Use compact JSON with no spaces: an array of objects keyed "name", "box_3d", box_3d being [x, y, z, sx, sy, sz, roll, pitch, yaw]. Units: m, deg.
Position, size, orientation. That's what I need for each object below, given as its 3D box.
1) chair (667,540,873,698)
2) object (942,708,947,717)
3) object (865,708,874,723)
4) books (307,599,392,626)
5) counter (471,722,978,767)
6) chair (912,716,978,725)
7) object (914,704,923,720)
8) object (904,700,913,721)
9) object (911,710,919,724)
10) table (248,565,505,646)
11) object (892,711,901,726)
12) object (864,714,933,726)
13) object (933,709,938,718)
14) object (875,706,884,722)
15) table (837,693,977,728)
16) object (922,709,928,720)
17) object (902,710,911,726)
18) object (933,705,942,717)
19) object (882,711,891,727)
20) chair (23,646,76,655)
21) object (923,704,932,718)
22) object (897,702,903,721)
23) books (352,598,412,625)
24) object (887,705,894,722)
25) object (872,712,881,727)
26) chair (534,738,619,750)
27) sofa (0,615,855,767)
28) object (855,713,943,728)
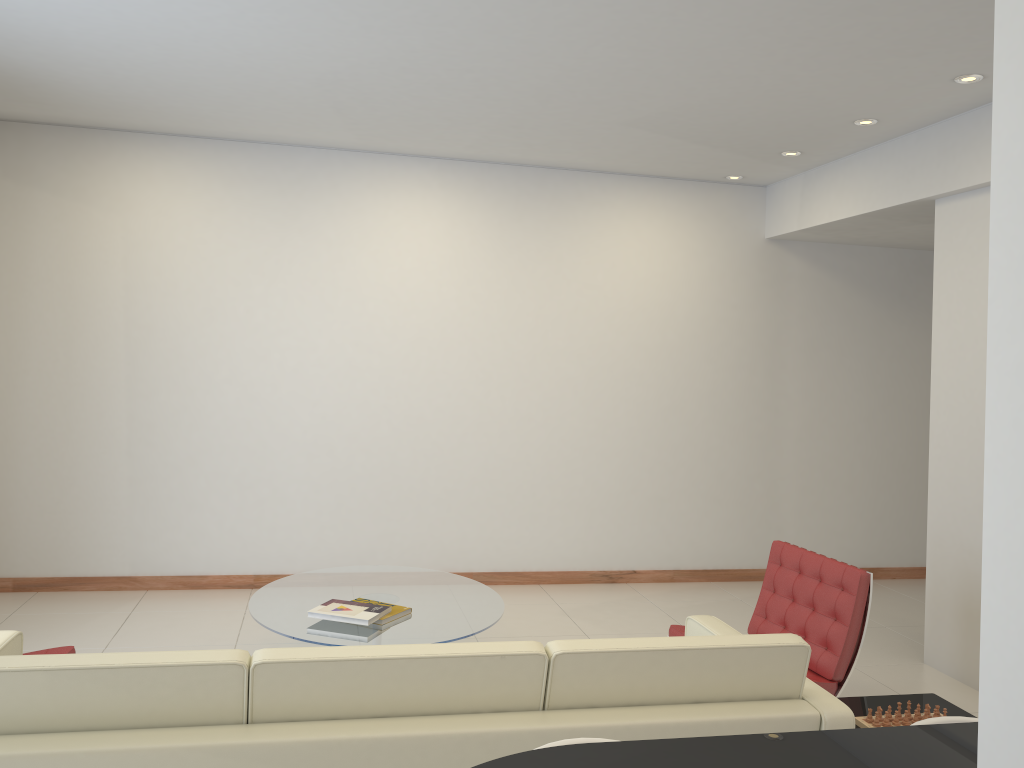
[{"name":"chair","box_3d":[1.218,1.227,4.220,0.706,0.818,0.700,2,0,-17]},{"name":"object","box_3d":[1.582,1.211,3.235,0.030,0.050,0.030,2,-1,-5]},{"name":"object","box_3d":[1.300,1.203,3.215,0.030,0.044,0.030,2,-1,-5]},{"name":"books","box_3d":[-0.788,1.106,4.304,0.324,0.027,0.255,3,2,17]},{"name":"counter","box_3d":[1.318,0.523,1.026,2.962,0.019,0.736,2,2,-12]},{"name":"chair","box_3d":[0.902,1.190,1.548,0.457,1.023,0.464,2,-1,-1]},{"name":"object","box_3d":[1.496,1.204,3.257,0.030,0.055,0.030,2,-1,-5]},{"name":"object","box_3d":[1.457,1.195,3.249,0.030,0.069,0.030,2,-1,-5]},{"name":"object","box_3d":[1.465,1.207,3.210,0.030,0.050,0.030,2,-1,-5]},{"name":"table","box_3d":[-0.712,1.342,4.673,1.320,0.405,1.537,2,1,-13]},{"name":"object","box_3d":[1.387,1.204,3.193,0.030,0.050,0.030,2,-1,-5]},{"name":"object","box_3d":[1.466,1.233,3.107,0.346,0.001,0.349,2,2,-12]},{"name":"object","box_3d":[1.543,1.209,3.227,0.030,0.050,0.030,2,-1,-5]},{"name":"object","box_3d":[1.339,1.200,3.224,0.030,0.052,0.030,2,-1,-5]},{"name":"table","box_3d":[1.458,1.466,3.064,0.700,0.423,0.916,2,1,-12]},{"name":"object","box_3d":[1.504,1.208,3.218,0.030,0.050,0.030,2,-1,-5]},{"name":"object","box_3d":[1.426,1.205,3.201,0.030,0.050,0.030,2,-1,-5]},{"name":"object","box_3d":[1.574,1.212,3.274,0.030,0.044,0.030,2,-1,-5]},{"name":"object","box_3d":[1.348,1.203,3.185,0.030,0.050,0.030,2,-1,-5]},{"name":"chair","box_3d":[-2.167,1.115,3.413,0.706,0.818,0.699,2,0,-7]},{"name":"object","box_3d":[1.535,1.207,3.266,0.030,0.052,0.030,2,-1,-5]},{"name":"object","box_3d":[1.418,1.197,3.241,0.030,0.064,0.030,2,-1,-5]},{"name":"books","box_3d":[-0.706,1.133,4.422,0.324,0.027,0.255,3,2,27]},{"name":"object","box_3d":[1.378,1.200,3.232,0.030,0.055,0.030,2,-1,-5]},{"name":"object","box_3d":[1.309,1.201,3.176,0.030,0.050,0.030,2,-1,-5]},{"name":"chair","box_3d":[0.187,1.166,1.391,0.456,1.023,0.464,3,-1,-26]},{"name":"sofa","box_3d":[-0.388,1.146,2.728,2.563,0.924,1.000,2,0,-12]},{"name":"object","box_3d":[1.465,1.244,3.107,0.360,0.021,0.360,2,2,-12]}]
